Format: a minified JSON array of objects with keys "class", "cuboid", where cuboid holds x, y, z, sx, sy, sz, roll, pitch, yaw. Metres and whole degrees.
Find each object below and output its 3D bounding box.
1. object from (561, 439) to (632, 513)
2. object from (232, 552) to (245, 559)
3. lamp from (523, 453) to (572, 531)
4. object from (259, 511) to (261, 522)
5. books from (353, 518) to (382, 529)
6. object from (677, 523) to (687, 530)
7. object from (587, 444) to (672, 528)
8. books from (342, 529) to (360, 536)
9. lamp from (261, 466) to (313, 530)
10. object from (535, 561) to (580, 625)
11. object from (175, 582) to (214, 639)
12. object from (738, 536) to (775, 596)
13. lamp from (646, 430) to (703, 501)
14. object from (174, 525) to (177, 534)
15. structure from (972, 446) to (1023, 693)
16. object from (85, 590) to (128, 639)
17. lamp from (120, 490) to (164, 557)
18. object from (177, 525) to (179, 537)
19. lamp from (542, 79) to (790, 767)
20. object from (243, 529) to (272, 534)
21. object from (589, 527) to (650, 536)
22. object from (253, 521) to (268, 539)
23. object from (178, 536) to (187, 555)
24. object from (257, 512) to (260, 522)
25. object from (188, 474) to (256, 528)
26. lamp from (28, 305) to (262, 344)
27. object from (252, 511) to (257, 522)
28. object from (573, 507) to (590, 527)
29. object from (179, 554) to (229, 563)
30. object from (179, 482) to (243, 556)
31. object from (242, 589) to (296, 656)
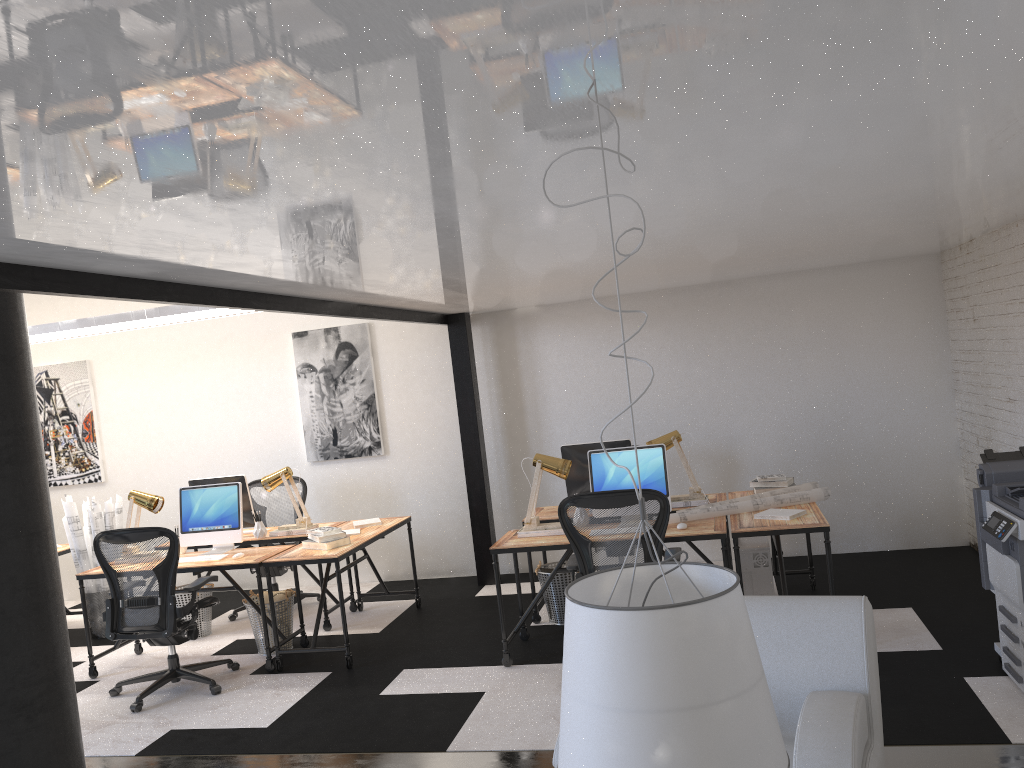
[{"class":"object","cuboid":[0.597,0.637,6.064,0.484,0.485,0.189,-6,2,13]},{"class":"object","cuboid":[-1.830,1.148,5.941,0.059,0.029,0.106,-6,1,14]},{"class":"lamp","cuboid":[0.220,0.660,5.520,0.344,0.470,0.126,-6,2,14]},{"class":"object","cuboid":[-1.888,1.054,6.667,0.008,0.207,0.054,-7,2,-22]},{"class":"books","cuboid":[-1.101,1.056,6.731,0.200,0.024,0.235,-7,1,-13]},{"class":"object","cuboid":[0.998,0.832,5.204,0.059,0.029,0.106,-6,1,14]},{"class":"object","cuboid":[0.731,0.630,5.490,0.484,0.485,0.189,-6,2,13]},{"class":"books","cuboid":[-1.219,1.077,6.404,0.243,0.019,0.205,-7,1,-9]},{"class":"lamp","cuboid":[-1.726,0.866,6.769,0.344,0.470,0.127,-6,2,14]},{"class":"object","cuboid":[0.357,1.419,6.123,0.359,0.435,0.353,-6,1,10]},{"class":"object","cuboid":[-2.471,1.735,6.861,0.359,0.435,0.353,-6,1,10]},{"class":"object","cuboid":[1.629,1.267,5.959,0.221,0.455,0.543,-6,1,13]},{"class":"lamp","cuboid":[1.102,0.550,6.032,0.344,0.470,0.127,-6,2,14]},{"class":"object","cuboid":[-2.409,1.119,6.370,0.008,0.207,0.054,-7,2,-22]},{"class":"structure","cuboid":[2.500,0.888,4.195,0.503,1.058,1.057,-6,1,13]},{"class":"object","cuboid":[-3.299,1.855,7.233,0.353,0.398,0.353,-7,2,-32]},{"class":"lamp","cuboid":[-2.609,0.976,6.257,0.344,0.470,0.126,-6,2,14]},{"class":"object","cuboid":[-2.402,1.119,6.381,0.008,0.207,0.054,-7,2,0]},{"class":"lamp","cuboid":[0.225,0.052,1.668,0.436,1.348,0.435,-6,2,27]},{"class":"object","cuboid":[-2.129,1.173,7.019,0.439,0.018,0.118,-6,1,13]},{"class":"object","cuboid":[0.683,0.874,5.287,0.439,0.018,0.118,-6,1,13]},{"class":"object","cuboid":[-1.897,1.097,6.671,0.101,0.127,0.101,-7,2,-32]},{"class":"object","cuboid":[-2.390,1.159,6.369,0.101,0.127,0.101,-7,2,-32]},{"class":"object","cuboid":[-1.895,1.055,6.657,0.008,0.207,0.054,-7,2,0]},{"class":"object","cuboid":[-2.231,0.953,6.802,0.484,0.485,0.189,-6,2,13]},{"class":"lamp","cuboid":[-5.209,-1.542,7.152,7.304,2.865,0.226,-6,2,13]},{"class":"object","cuboid":[-1.917,1.057,6.666,0.054,0.207,0.008,-7,2,-4]},{"class":"object","cuboid":[0.439,0.843,5.632,0.101,0.127,0.101,-7,2,-32]},{"class":"object","cuboid":[-2.145,1.190,6.024,0.439,0.018,0.118,-6,1,13]},{"class":"object","cuboid":[-2.097,0.947,6.227,0.484,0.485,0.189,-6,2,13]},{"class":"object","cuboid":[-1.684,1.654,6.215,0.359,0.435,0.353,-6,1,10]}]
